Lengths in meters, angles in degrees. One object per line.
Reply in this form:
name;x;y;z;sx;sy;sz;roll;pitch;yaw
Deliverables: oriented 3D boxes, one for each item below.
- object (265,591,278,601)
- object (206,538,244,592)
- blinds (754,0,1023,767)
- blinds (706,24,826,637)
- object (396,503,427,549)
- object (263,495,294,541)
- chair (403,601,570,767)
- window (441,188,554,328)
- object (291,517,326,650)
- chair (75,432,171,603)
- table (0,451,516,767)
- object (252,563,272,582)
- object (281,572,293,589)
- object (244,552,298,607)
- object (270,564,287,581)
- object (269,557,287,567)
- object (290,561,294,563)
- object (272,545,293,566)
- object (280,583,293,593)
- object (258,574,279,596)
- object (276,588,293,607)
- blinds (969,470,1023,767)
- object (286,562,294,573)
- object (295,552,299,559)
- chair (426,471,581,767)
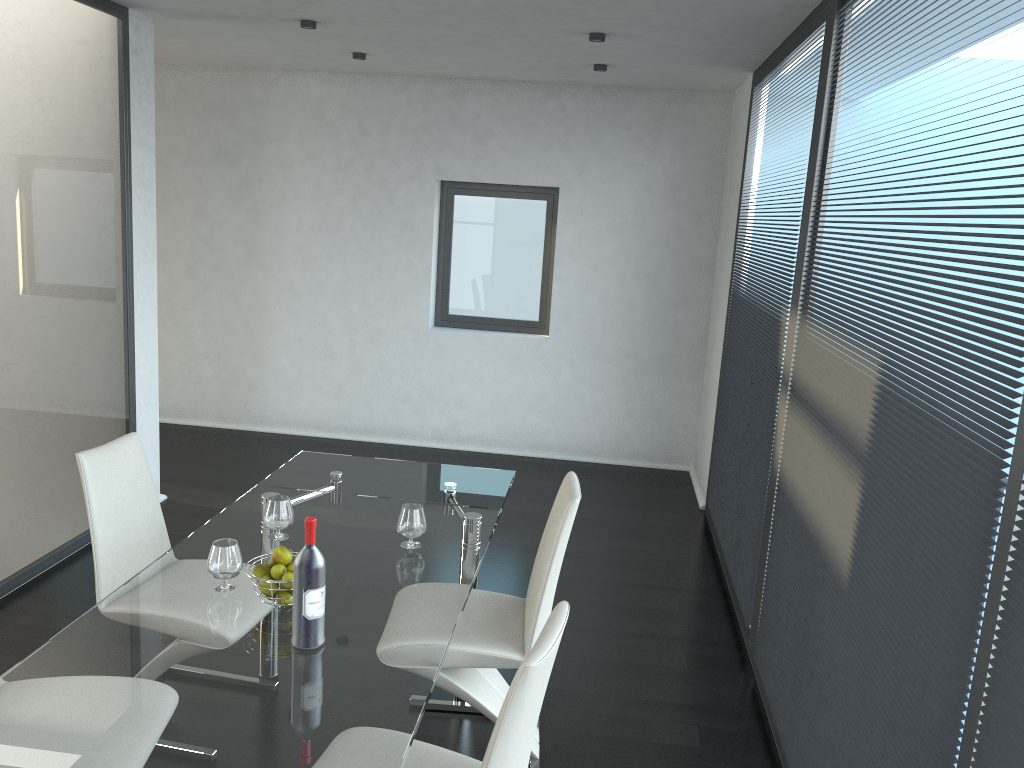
object;-0.647;0.565;2.392;0.038;0.038;0.038;6;11;9
object;-0.797;0.503;2.464;0.098;0.132;0.098;9;12;25
blinds;0.985;0.076;2.520;0.018;2.537;1.874;5;11;6
blinds;1.216;-0.298;4.498;0.018;2.537;1.787;5;11;6
object;-0.323;0.457;2.856;0.098;0.132;0.098;9;12;25
object;-0.751;0.430;2.852;0.098;0.132;0.098;9;12;25
chair;-0.224;0.953;2.026;0.612;0.959;0.471;7;12;16
window;-0.115;-0.949;6.707;0.800;1.000;0.050;5;11;6
object;-0.494;0.483;2.162;0.082;0.326;0.082;9;12;26
chair;-1.124;0.695;3.041;0.612;0.959;0.471;6;11;11
table;-0.627;0.938;2.551;0.940;0.731;2.720;5;11;6
object;-0.668;0.507;2.375;0.055;0.048;0.054;4;11;-1
object;-0.580;0.516;2.326;0.047;0.048;0.047;-3;13;-31
object;-0.615;0.540;2.386;0.206;0.105;0.206;-5;14;-38
object;-0.617;0.497;2.344;0.040;0.043;0.044;8;12;20
object;-0.635;0.488;2.417;0.055;0.054;0.050;-1;12;-24
object;-0.595;0.509;2.437;0.047;0.045;0.047;6;11;10
object;-0.616;0.460;2.377;0.055;0.056;0.055;5;11;6
object;-0.601;0.552;2.415;0.059;0.056;0.061;-5;14;-38
object;-0.642;0.531;2.340;0.053;0.055;0.054;-3;13;-29
object;-0.603;0.568;2.361;0.048;0.048;0.048;7;12;17
blinds;0.764;0.436;0.620;0.018;2.537;1.874;5;11;6
object;-0.588;0.497;2.387;0.040;0.038;0.040;-1;12;-23
object;-0.569;0.480;2.419;0.047;0.045;0.047;5;11;6
chair;-0.113;0.776;2.959;0.612;0.959;0.471;4;11;1
